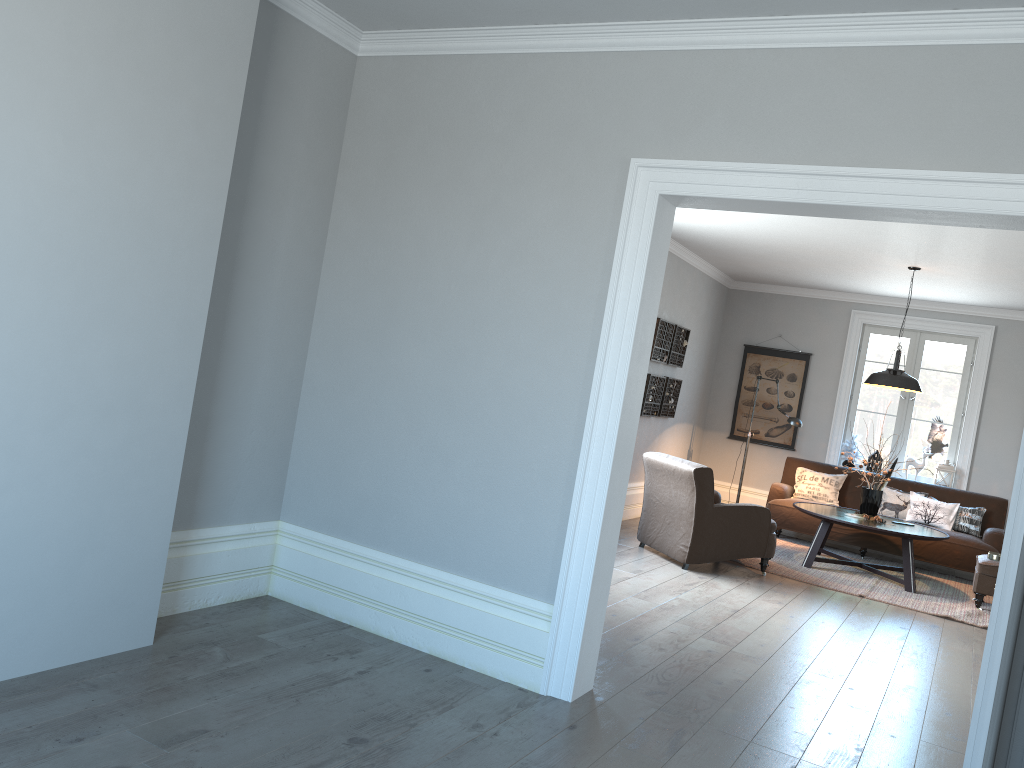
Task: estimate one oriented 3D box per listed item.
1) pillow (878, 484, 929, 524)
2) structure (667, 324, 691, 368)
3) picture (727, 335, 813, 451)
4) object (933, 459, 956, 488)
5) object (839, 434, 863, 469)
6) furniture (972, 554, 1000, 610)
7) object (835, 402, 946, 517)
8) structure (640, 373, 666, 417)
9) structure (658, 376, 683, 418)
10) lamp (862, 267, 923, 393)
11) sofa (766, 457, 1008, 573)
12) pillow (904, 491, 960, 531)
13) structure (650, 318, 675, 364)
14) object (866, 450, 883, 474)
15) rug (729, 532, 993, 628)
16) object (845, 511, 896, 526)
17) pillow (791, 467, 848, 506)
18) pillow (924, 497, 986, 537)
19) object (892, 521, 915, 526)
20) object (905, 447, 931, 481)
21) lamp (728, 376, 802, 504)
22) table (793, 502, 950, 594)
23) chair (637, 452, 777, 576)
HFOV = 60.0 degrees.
[{"bbox_3d":[3.903,1.220,8.921,0.473,0.347,0.159,10,1,26],"label":"pillow"},{"bbox_3d":[1.725,-0.387,9.185,0.105,0.416,0.468,10,1,28],"label":"structure"},{"bbox_3d":[3.018,0.063,10.349,0.793,1.313,0.057,10,1,28],"label":"picture"},{"bbox_3d":[4.571,0.950,9.383,0.193,0.322,0.193,10,1,22],"label":"object"},{"bbox_3d":[3.752,0.748,9.847,0.247,0.424,0.263,9,1,-26],"label":"object"},{"bbox_3d":[4.001,1.623,7.081,0.583,0.440,0.574,10,1,28],"label":"furniture"},{"bbox_3d":[3.308,0.683,7.732,0.853,1.066,0.525,10,1,-1],"label":"object"},{"bbox_3d":[1.379,0.115,8.730,0.086,0.416,0.467,10,1,28],"label":"structure"},{"bbox_3d":[1.636,0.142,9.214,0.086,0.416,0.467,10,1,28],"label":"structure"},{"bbox_3d":[3.449,-0.492,7.820,0.504,1.076,0.504,9,1,-14],"label":"lamp"},{"bbox_3d":[3.724,1.347,8.929,2.166,0.824,0.968,10,1,28],"label":"sofa"},{"bbox_3d":[4.123,1.252,8.717,0.471,0.309,0.188,10,1,29],"label":"pillow"},{"bbox_3d":[1.454,-0.422,8.723,0.099,0.416,0.467,10,1,28],"label":"structure"},{"bbox_3d":[3.980,0.862,9.727,0.155,0.284,0.155,10,1,18],"label":"object"},{"bbox_3d":[3.125,1.639,7.871,2.820,0.090,2.399,10,1,29],"label":"rug"},{"bbox_3d":[3.133,1.165,7.758,0.153,0.067,0.404,9,2,-44],"label":"object"},{"bbox_3d":[3.223,1.082,9.336,0.519,0.368,0.240,10,1,28],"label":"pillow"},{"bbox_3d":[4.348,1.304,8.721,0.542,0.288,0.183,10,1,29],"label":"pillow"},{"bbox_3d":[3.493,1.245,7.919,0.207,0.011,0.051,9,1,-12],"label":"object"},{"bbox_3d":[4.320,0.861,9.457,0.239,0.410,0.128,10,1,24],"label":"object"},{"bbox_3d":[2.513,0.717,9.656,0.797,1.644,1.865,9,1,-24],"label":"lamp"},{"bbox_3d":[3.115,1.440,7.850,1.300,0.503,1.299,10,1,21],"label":"table"},{"bbox_3d":[1.596,1.035,7.138,0.969,0.795,0.807,9,1,-21],"label":"chair"}]
